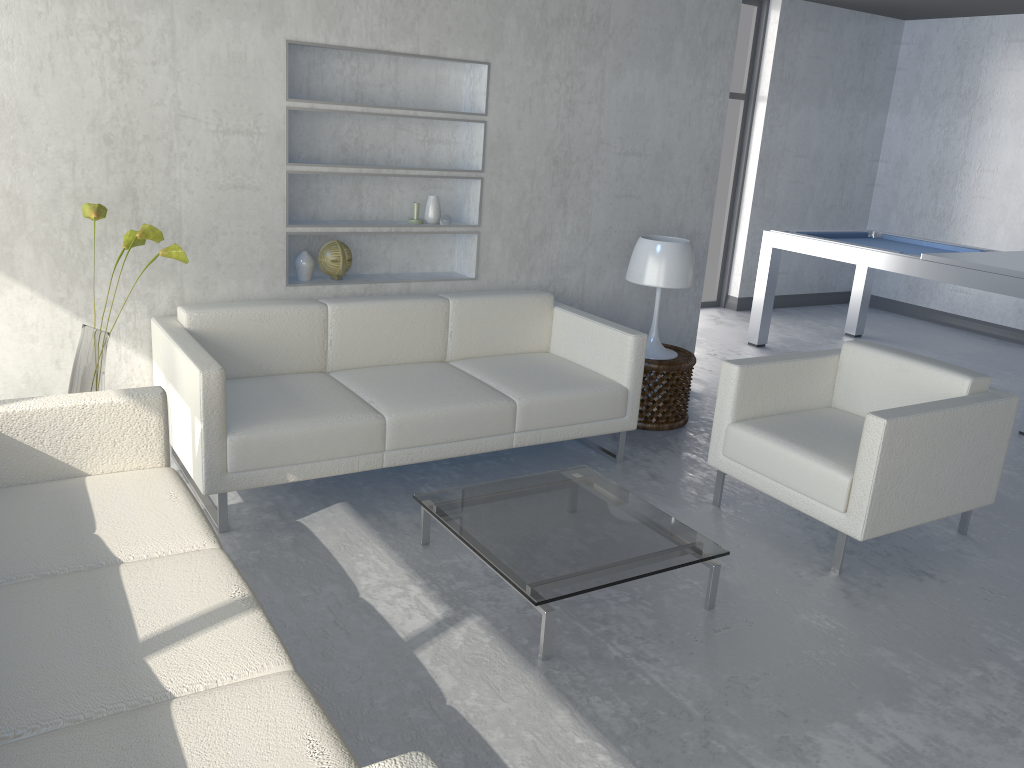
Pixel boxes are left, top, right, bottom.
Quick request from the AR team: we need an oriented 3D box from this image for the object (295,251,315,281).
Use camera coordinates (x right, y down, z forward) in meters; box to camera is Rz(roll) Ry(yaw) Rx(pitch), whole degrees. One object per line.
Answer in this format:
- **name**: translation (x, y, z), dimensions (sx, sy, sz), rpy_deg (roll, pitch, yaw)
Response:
- **object**: translation (-0.915, -0.523, 3.915), dimensions (0.086, 0.128, 0.086), rpy_deg (-2, 18, -21)

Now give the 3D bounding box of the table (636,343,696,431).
- **table**: translation (0.704, 0.003, 4.584), dimensions (0.452, 0.358, 0.452), rpy_deg (14, 19, 31)

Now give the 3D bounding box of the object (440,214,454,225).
- **object**: translation (-0.305, -0.769, 4.149), dimensions (0.064, 0.050, 0.064), rpy_deg (-4, 19, -26)

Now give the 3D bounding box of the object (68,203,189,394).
- **object**: translation (-1.354, -0.087, 3.152), dimensions (0.400, 1.051, 0.387), rpy_deg (3, 17, -5)

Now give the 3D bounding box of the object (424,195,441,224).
- **object**: translation (-0.371, -0.819, 4.159), dimensions (0.079, 0.130, 0.079), rpy_deg (-7, 20, -33)

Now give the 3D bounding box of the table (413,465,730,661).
- **table**: translation (0.167, 0.542, 2.927), dimensions (0.730, 0.190, 0.773), rpy_deg (-6, 20, -31)

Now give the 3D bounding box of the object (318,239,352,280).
- **object**: translation (-0.773, -0.554, 3.964), dimensions (0.163, 0.179, 0.088), rpy_deg (-11, 22, -41)

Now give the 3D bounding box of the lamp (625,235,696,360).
- **lamp**: translation (0.735, -0.437, 4.452), dimensions (0.347, 0.582, 0.347), rpy_deg (12, 18, 24)

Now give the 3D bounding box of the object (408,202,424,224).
- **object**: translation (-0.447, -0.795, 4.125), dimensions (0.074, 0.094, 0.074), rpy_deg (11, 18, 20)

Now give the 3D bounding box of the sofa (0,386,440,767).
- **sofa**: translation (-0.919, 0.552, 1.805), dimensions (0.821, 0.658, 1.881), rpy_deg (-6, 20, -31)

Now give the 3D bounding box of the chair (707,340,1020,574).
- **chair**: translation (1.325, 0.227, 3.445), dimensions (0.821, 0.662, 0.748), rpy_deg (-6, 20, -31)

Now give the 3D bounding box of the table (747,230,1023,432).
- **table**: translation (2.776, -0.467, 5.758), dimensions (1.180, 0.835, 2.095), rpy_deg (-6, 20, -31)

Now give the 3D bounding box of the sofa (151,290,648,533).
- **sofa**: translation (-0.431, 0.013, 3.729), dimensions (1.881, 0.658, 0.821), rpy_deg (-6, 20, -31)
